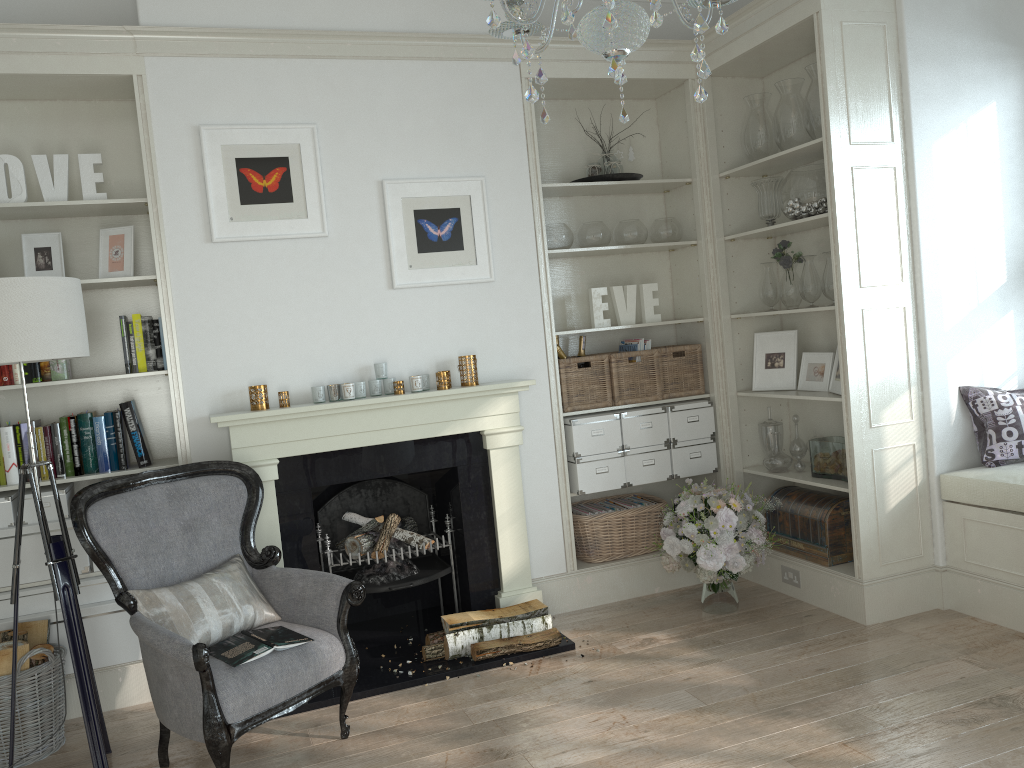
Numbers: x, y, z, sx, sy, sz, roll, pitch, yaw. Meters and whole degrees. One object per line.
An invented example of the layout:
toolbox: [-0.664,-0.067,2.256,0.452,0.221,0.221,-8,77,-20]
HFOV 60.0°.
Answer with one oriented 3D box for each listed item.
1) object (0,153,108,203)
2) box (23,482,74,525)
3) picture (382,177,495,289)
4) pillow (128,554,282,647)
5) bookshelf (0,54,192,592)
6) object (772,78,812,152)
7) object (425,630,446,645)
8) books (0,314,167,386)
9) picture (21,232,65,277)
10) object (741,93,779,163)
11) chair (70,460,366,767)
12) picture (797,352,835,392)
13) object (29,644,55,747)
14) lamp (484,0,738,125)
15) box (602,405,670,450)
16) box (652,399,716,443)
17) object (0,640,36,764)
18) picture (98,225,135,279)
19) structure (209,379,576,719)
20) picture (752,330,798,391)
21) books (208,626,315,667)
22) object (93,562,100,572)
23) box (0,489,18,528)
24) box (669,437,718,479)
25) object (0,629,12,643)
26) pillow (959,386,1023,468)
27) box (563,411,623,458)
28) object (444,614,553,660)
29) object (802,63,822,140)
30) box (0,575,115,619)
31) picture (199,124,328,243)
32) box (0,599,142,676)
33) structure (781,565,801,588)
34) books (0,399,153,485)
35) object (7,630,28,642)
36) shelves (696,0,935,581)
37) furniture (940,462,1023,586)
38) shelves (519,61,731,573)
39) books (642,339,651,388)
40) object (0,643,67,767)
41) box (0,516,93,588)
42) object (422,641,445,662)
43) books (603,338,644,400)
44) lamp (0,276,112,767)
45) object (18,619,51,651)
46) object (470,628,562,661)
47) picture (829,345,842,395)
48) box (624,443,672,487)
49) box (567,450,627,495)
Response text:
object: [-1.998,-0.847,3.698,0.554,0.216,0.039,-7,4,-20]
box: [-1.993,0.510,3.814,0.179,0.126,0.264,-7,4,-20]
picture: [-0.337,-0.710,4.144,0.494,0.496,0.024,-7,4,-20]
pillow: [-1.076,0.797,3.147,0.210,0.263,0.547,-3,4,31]
bookshelf: [-1.942,-0.067,3.797,0.988,2.523,0.399,-7,4,-20]
object: [1.362,-1.282,4.306,0.193,0.362,0.193,-8,4,-37]
object: [-0.133,1.111,4.011,0.516,0.123,0.118,-7,4,-22]
books: [-1.960,-0.166,3.813,0.919,0.301,0.209,-7,4,-19]
picture: [-2.001,-0.533,3.791,0.153,0.228,0.094,-7,4,-20]
object: [1.270,-1.287,4.535,0.193,0.362,0.193,-8,4,-37]
chair: [-1.036,0.819,3.157,0.763,1.024,0.778,-3,4,35]
picture: [1.517,-0.063,4.360,0.124,0.192,0.206,-7,4,-25]
object: [-1.812,1.242,3.400,0.122,0.516,0.273,-8,4,-37]
lamp: [0.108,-1.859,1.808,0.648,2.542,0.577,-3,4,40]
box: [0.616,0.220,4.717,0.270,0.191,0.400,-7,4,-20]
box: [0.872,0.191,4.797,0.270,0.191,0.400,-7,4,-20]
object: [-1.855,1.175,3.264,0.148,0.456,0.165,-9,5,-44]
picture: [-1.701,-0.564,3.828,0.153,0.228,0.094,-5,3,5]
structure: [-0.587,0.644,4.115,1.432,1.191,1.026,-7,4,-20]
picture: [1.364,-0.121,4.575,0.231,0.300,0.127,-3,4,40]
books: [-0.876,0.893,3.068,0.224,0.046,0.304,-2,5,45]
object: [-1.737,0.600,3.885,0.188,0.360,0.294,-7,4,-20]
box: [-2.184,0.532,3.745,0.179,0.126,0.264,-7,4,-20]
box: [0.888,0.380,4.815,0.270,0.191,0.400,-7,4,-20]
object: [-1.958,1.247,3.454,0.077,0.564,0.147,-7,4,-24]
pillow: [2.283,0.185,3.934,0.550,0.398,0.229,-6,3,-7]
box: [0.359,0.251,4.611,0.270,0.191,0.400,-7,4,-20]
object: [-0.055,1.107,3.878,0.483,0.128,0.084,-7,4,-18]
object: [1.427,-1.274,4.058,0.193,0.362,0.193,-8,4,-37]
box: [-1.847,0.868,3.759,0.608,0.099,0.219,-7,4,-20]
picture: [-1.078,-0.880,3.870,0.494,0.496,0.024,-7,4,-20]
box: [-1.834,1.045,3.794,0.734,0.264,0.374,-7,4,-20]
structure: [1.354,0.935,4.306,0.010,0.084,0.140,-7,4,-20]
books: [-1.966,0.248,3.805,0.763,0.302,0.215,-7,4,-19]
object: [-1.863,1.216,3.346,0.128,0.565,0.076,-6,3,-17]
shelves: [1.427,-0.420,4.290,0.399,2.523,0.972,-7,4,-20]
furniture: [2.809,0.574,2.591,0.837,0.459,3.150,-7,4,-20]
shelves: [0.550,-0.359,4.697,0.992,2.523,0.399,-7,4,-20]
books: [0.610,-0.073,4.718,0.205,0.306,0.221,-7,4,-20]
object: [-0.498,1.040,3.741,3.296,0.432,0.395,-6,3,-15]
box: [-2.066,0.699,3.783,0.499,0.238,0.337,-7,4,-20]
object: [-0.118,1.137,3.935,0.561,0.078,0.078,-7,4,-19]
books: [0.571,-0.078,4.704,0.205,0.306,0.221,-7,4,-20]
lamp: [-1.614,0.524,3.053,0.429,1.739,0.429,-5,3,14]
object: [-1.877,1.163,3.478,0.150,0.462,0.178,-5,3,2]
object: [0.017,1.126,3.836,0.389,0.085,0.109,-7,4,-18]
picture: [1.540,-0.109,4.092,0.124,0.300,0.202,-5,3,5]
box: [0.630,0.411,4.723,0.270,0.191,0.400,-7,4,-20]
box: [0.382,0.440,4.624,0.270,0.191,0.400,-7,4,-20]
